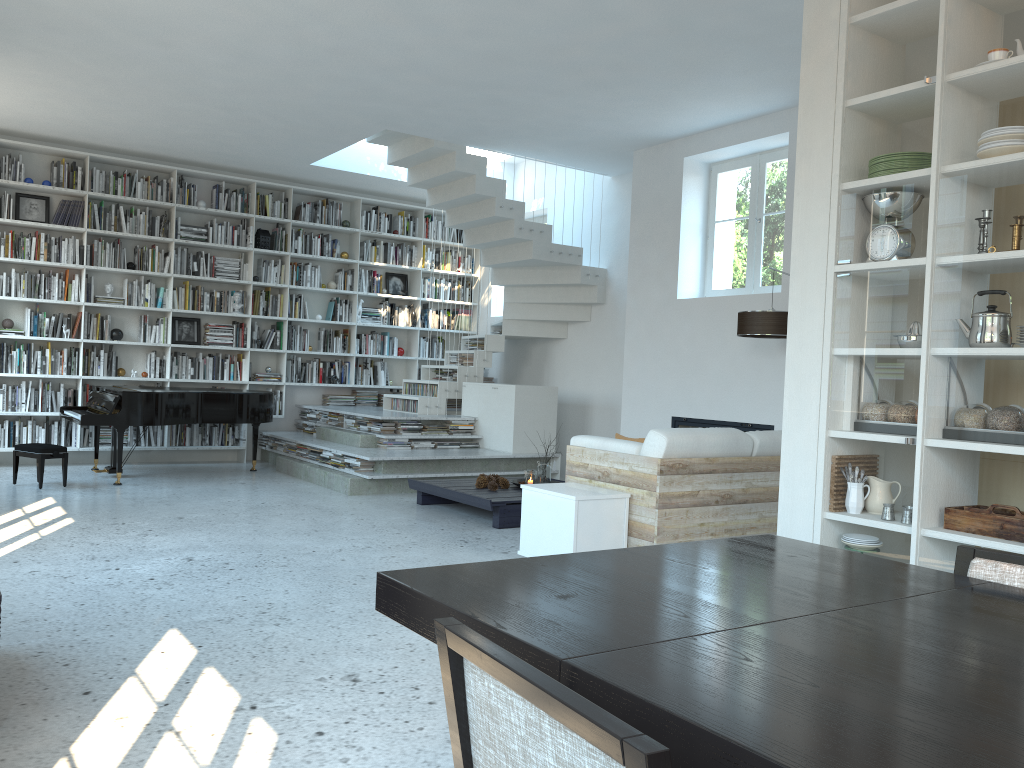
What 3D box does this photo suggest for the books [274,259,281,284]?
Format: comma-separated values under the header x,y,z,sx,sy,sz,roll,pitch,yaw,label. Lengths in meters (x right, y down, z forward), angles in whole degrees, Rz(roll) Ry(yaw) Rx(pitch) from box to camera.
x,y,z,sx,sy,sz,roll,pitch,yaw,label
-2.688,-1.272,10.135,0.028,0.293,0.154,2,1,-34,books

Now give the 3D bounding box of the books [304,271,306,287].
x,y,z,sx,sy,sz,roll,pitch,yaw,label
-2.439,-1.213,10.304,0.025,0.194,0.171,2,1,-34,books

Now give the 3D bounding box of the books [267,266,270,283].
x,y,z,sx,sy,sz,roll,pitch,yaw,label
-2.794,-1.233,10.069,0.023,0.207,0.171,2,1,-34,books

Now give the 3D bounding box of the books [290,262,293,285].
x,y,z,sx,sy,sz,roll,pitch,yaw,label
-2.562,-1.260,10.231,0.014,0.278,0.153,2,1,-34,books

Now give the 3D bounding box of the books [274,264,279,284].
x,y,z,sx,sy,sz,roll,pitch,yaw,label
-2.703,-1.242,10.124,0.024,0.234,0.149,2,1,-34,books

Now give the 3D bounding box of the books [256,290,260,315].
x,y,z,sx,sy,sz,roll,pitch,yaw,label
-2.888,-0.911,10.006,0.035,0.293,0.145,2,1,-34,books

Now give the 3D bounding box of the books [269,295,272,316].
x,y,z,sx,sy,sz,roll,pitch,yaw,label
-2.776,-0.886,10.097,0.033,0.253,0.174,2,1,-34,books

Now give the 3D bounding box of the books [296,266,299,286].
x,y,z,sx,sy,sz,roll,pitch,yaw,label
-2.507,-1.237,10.260,0.013,0.236,0.157,2,1,-34,books

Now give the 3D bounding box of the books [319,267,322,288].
x,y,z,sx,sy,sz,roll,pitch,yaw,label
-2.277,-1.237,10.425,0.034,0.254,0.161,2,1,-34,books

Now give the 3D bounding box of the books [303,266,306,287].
x,y,z,sx,sy,sz,roll,pitch,yaw,label
-2.427,-1.244,10.319,0.011,0.257,0.131,2,1,-34,books

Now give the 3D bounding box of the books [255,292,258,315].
x,y,z,sx,sy,sz,roll,pitch,yaw,label
-2.907,-0.911,10.011,0.035,0.293,0.145,2,1,-34,books

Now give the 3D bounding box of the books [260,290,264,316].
x,y,z,sx,sy,sz,roll,pitch,yaw,label
-2.849,-0.910,10.036,0.019,0.294,0.163,2,1,-34,books

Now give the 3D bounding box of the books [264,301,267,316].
x,y,z,sx,sy,sz,roll,pitch,yaw,label
-2.829,-0.853,10.083,0.030,0.181,0.131,2,1,-34,books

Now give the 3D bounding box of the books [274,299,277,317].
x,y,z,sx,sy,sz,roll,pitch,yaw,label
-2.728,-0.860,10.110,0.034,0.204,0.181,2,1,-34,books

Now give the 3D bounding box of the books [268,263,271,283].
x,y,z,sx,sy,sz,roll,pitch,yaw,label
-2.778,-1.246,10.073,0.023,0.236,0.178,2,1,-34,books

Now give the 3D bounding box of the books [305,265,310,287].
x,y,z,sx,sy,sz,roll,pitch,yaw,label
-2.396,-1.246,10.310,0.030,0.263,0.182,2,1,-34,books

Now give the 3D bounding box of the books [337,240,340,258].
x,y,z,sx,sy,sz,roll,pitch,yaw,label
-2.088,-1.585,10.539,0.026,0.229,0.140,2,1,-34,books

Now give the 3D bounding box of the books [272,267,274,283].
x,y,z,sx,sy,sz,roll,pitch,yaw,label
-2.746,-1.224,10.083,0.024,0.195,0.172,2,1,-34,books

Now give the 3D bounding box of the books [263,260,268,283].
x,y,z,sx,sy,sz,roll,pitch,yaw,label
-2.803,-1.267,10.063,0.019,0.275,0.146,2,1,-34,books

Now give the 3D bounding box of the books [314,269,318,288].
x,y,z,sx,sy,sz,roll,pitch,yaw,label
-2.322,-1.228,10.381,0.021,0.232,0.183,2,1,-34,books

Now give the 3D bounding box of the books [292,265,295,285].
x,y,z,sx,sy,sz,roll,pitch,yaw,label
-2.542,-1.244,10.226,0.014,0.248,0.176,2,1,-34,books

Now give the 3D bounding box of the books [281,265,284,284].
x,y,z,sx,sy,sz,roll,pitch,yaw,label
-2.652,-1.238,10.138,0.028,0.230,0.176,2,1,-34,books

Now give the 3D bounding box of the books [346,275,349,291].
x,y,z,sx,sy,sz,roll,pitch,yaw,label
-1.994,-1.201,10.607,0.013,0.202,0.173,2,1,-34,books

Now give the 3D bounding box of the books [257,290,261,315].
x,y,z,sx,sy,sz,roll,pitch,yaw,label
-2.886,-0.911,10.025,0.035,0.293,0.145,2,1,-34,books

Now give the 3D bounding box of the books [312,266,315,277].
x,y,z,sx,sy,sz,roll,pitch,yaw,label
-2.348,-1.244,10.380,0.024,0.262,0.133,2,1,-34,books

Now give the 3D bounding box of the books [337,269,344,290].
x,y,z,sx,sy,sz,roll,pitch,yaw,label
-2.047,-1.235,10.562,0.015,0.267,0.164,2,1,-34,books

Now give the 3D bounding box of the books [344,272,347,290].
x,y,z,sx,sy,sz,roll,pitch,yaw,label
-2.020,-1.215,10.597,0.016,0.228,0.160,2,1,-34,books

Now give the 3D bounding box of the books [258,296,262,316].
x,y,z,sx,sy,sz,roll,pitch,yaw,label
-2.866,-0.879,10.029,0.015,0.232,0.180,2,1,-34,books

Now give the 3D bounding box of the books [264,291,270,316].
x,y,z,sx,sy,sz,roll,pitch,yaw,label
-2.788,-0.907,10.061,0.019,0.293,0.182,2,1,-34,books

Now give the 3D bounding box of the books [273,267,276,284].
x,y,z,sx,sy,sz,roll,pitch,yaw,label
-2.732,-1.225,10.096,0.027,0.196,0.185,2,1,-34,books

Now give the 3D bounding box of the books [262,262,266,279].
x,y,z,sx,sy,sz,roll,pitch,yaw,label
-2.832,-1.252,10.048,0.024,0.242,0.159,2,1,-34,books

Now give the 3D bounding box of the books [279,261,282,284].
x,y,z,sx,sy,sz,roll,pitch,yaw,label
-2.674,-1.263,10.142,0.025,0.277,0.173,2,1,-34,books

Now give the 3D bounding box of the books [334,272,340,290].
x,y,z,sx,sy,sz,roll,pitch,yaw,label
-2.085,-1.213,10.559,0.015,0.220,0.140,2,1,-34,books

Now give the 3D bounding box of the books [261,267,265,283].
x,y,z,sx,sy,sz,roll,pitch,yaw,label
-2.838,-1.223,10.021,0.028,0.185,0.181,2,1,-34,books

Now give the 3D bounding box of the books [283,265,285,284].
x,y,z,sx,sy,sz,roll,pitch,yaw,label
-2.645,-1.242,10.162,0.026,0.238,0.173,2,1,-34,books

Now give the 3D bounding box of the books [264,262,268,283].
x,y,z,sx,sy,sz,roll,pitch,yaw,label
-2.815,-1.255,10.054,0.028,0.250,0.164,2,1,-34,books

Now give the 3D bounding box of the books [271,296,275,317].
x,y,z,sx,sy,sz,roll,pitch,yaw,label
-2.743,-0.879,10.090,0.027,0.242,0.188,2,1,-34,books

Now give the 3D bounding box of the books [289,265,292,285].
x,y,z,sx,sy,sz,roll,pitch,yaw,label
-2.584,-1.243,10.223,0.030,0.242,0.138,2,1,-34,books

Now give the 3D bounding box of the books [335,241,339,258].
x,y,z,sx,sy,sz,roll,pitch,yaw,label
-2.109,-1.579,10.504,0.048,0.216,0.182,2,1,-34,books

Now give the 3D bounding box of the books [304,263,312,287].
x,y,z,sx,sy,sz,roll,pitch,yaw,label
-2.386,-1.262,10.347,0.027,0.295,0.159,2,1,-34,books

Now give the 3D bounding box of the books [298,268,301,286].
x,y,z,sx,sy,sz,roll,pitch,yaw,label
-2.493,-1.226,10.273,0.026,0.216,0.161,2,1,-34,books

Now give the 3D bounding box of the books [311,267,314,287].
x,y,z,sx,sy,sz,roll,pitch,yaw,label
-2.357,-1.236,10.350,0.025,0.245,0.183,2,1,-34,books

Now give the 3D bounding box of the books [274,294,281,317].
x,y,z,sx,sy,sz,roll,pitch,yaw,label
-2.694,-0.890,10.149,0.032,0.266,0.143,2,1,-34,books

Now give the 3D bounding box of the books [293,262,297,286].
x,y,z,sx,sy,sz,roll,pitch,yaw,label
-2.528,-1.262,10.269,0.014,0.284,0.135,2,1,-34,books

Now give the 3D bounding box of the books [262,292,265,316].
x,y,z,sx,sy,sz,roll,pitch,yaw,label
-2.846,-0.902,10.066,0.035,0.278,0.139,2,1,-34,books

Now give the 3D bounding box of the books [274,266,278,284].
x,y,z,sx,sy,sz,roll,pitch,yaw,label
-2.715,-1.231,10.108,0.029,0.211,0.157,2,1,-34,books

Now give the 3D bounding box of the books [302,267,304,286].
x,y,z,sx,sy,sz,roll,pitch,yaw,label
-2.453,-1.235,10.283,0.022,0.237,0.164,2,1,-34,books

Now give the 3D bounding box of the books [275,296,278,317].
x,y,z,sx,sy,sz,roll,pitch,yaw,label
-2.717,-0.878,10.140,0.028,0.239,0.145,2,1,-34,books

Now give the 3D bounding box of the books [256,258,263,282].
x,y,z,sx,sy,sz,roll,pitch,yaw,label
-2.858,-1.274,10.031,0.018,0.285,0.159,2,1,-34,books

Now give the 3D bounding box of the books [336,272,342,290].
x,y,z,sx,sy,sz,roll,pitch,yaw,label
-2.066,-1.219,10.565,0.012,0.232,0.154,2,1,-34,books

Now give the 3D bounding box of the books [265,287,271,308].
x,y,z,sx,sy,sz,roll,pitch,yaw,label
-2.787,-0.929,10.083,0.021,0.338,0.169,2,1,-34,books

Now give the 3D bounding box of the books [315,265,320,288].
x,y,z,sx,sy,sz,roll,pitch,yaw,label
-2.296,-1.247,10.384,0.024,0.272,0.169,2,1,-34,books

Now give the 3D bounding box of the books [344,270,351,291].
x,y,z,sx,sy,sz,roll,pitch,yaw,label
-1.976,-1.227,10.606,0.016,0.257,0.175,2,1,-34,books

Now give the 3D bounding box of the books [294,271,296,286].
x,y,z,sx,sy,sz,roll,pitch,yaw,label
-2.536,-1.209,10.247,0.021,0.179,0.136,2,1,-34,books

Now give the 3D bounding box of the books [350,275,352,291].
x,y,z,sx,sy,sz,roll,pitch,yaw,label
-1.965,-1.201,10.614,0.013,0.204,0.173,2,1,-34,books

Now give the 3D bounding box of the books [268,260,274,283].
x,y,z,sx,sy,sz,roll,pitch,yaw,label
-2.751,-1.265,10.064,0.028,0.275,0.186,2,1,-34,books

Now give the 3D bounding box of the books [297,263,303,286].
x,y,z,sx,sy,sz,roll,pitch,yaw,label
-2.464,-1.257,10.267,0.014,0.280,0.177,2,1,-34,books

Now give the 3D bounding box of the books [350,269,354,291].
x,y,z,sx,sy,sz,roll,pitch,yaw,label
-1.934,-1.236,10.630,0.005,0.278,0.182,2,1,-34,books

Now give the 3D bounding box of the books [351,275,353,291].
x,y,z,sx,sy,sz,roll,pitch,yaw,label
-1.946,-1.201,10.631,0.012,0.206,0.169,2,1,-34,books
